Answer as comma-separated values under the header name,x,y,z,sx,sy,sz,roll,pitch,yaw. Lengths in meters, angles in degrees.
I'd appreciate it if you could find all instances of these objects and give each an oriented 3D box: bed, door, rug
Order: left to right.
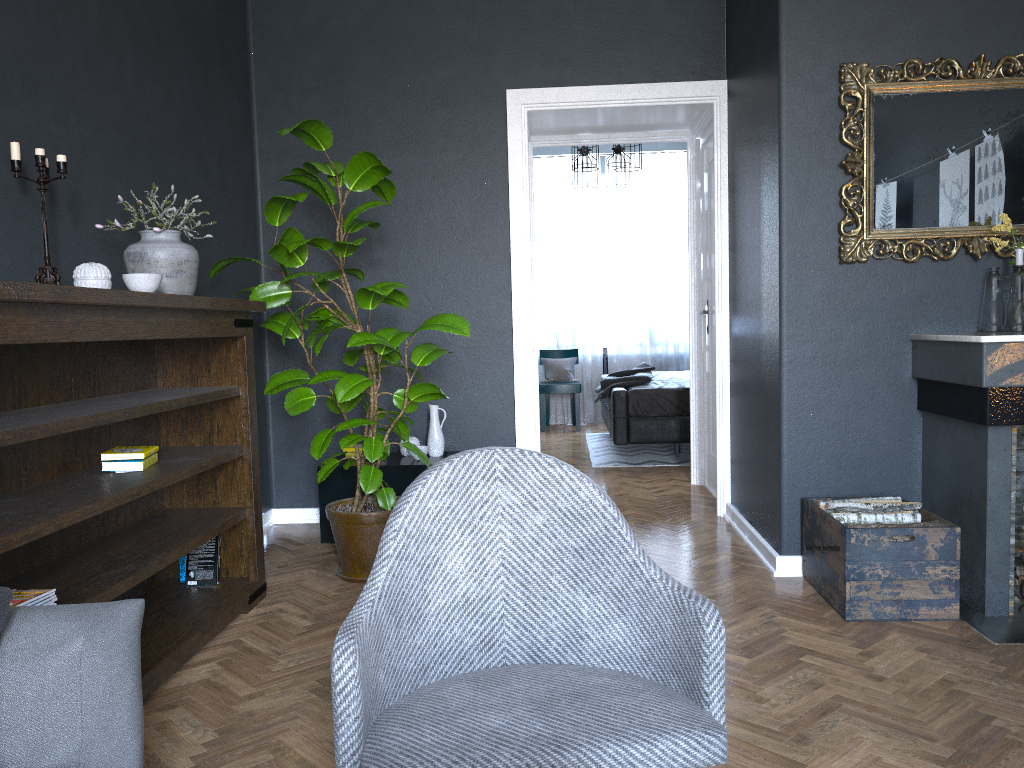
name,x,y,z,sx,sy,sz,roll,pitch,yaw
rug,1.372,0.528,7.473,1.458,0.013,2.042,-1,4,3
door,1.215,-0.417,5.161,0.162,2.189,0.856,-1,4,3
bed,1.870,-0.066,7.429,2.375,1.163,2.263,-1,4,3

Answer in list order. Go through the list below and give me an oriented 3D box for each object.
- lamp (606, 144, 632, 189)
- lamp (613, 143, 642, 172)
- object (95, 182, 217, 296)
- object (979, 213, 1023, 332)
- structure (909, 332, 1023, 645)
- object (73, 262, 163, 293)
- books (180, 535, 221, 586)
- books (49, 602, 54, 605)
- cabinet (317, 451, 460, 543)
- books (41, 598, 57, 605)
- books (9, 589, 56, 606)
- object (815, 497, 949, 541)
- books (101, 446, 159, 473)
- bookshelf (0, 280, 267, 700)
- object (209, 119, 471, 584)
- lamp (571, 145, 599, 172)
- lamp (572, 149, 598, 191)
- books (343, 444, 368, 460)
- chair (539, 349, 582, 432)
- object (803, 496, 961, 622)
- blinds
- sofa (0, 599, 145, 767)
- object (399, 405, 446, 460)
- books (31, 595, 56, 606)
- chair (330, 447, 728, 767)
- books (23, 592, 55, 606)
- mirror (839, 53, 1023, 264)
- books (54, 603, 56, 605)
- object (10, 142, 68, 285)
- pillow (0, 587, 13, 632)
name,x,y,z,sx,sy,sz,roll,pitch,yaw
lamp,0.939,-2.119,7.824,0.210,0.748,0.210,0,5,17
lamp,0.887,-2.043,6.842,0.210,0.770,0.210,0,5,17
object,-1.212,-0.495,3.046,0.385,0.413,0.275,-3,5,-18
object,2.166,-0.470,3.239,0.727,0.547,0.473,-1,4,6
structure,2.065,0.305,3.148,1.065,0.982,0.833,-1,4,3
object,-1.207,-0.320,2.722,0.255,0.104,0.118,-4,5,-31
books,-1.203,0.677,3.434,0.179,0.193,0.122,-1,4,7
books,-1.215,0.534,1.979,0.218,0.008,0.288,-1,4,7
cabinet,-0.610,0.576,4.559,0.650,0.390,0.455,-1,4,3
books,-1.213,0.527,1.981,0.218,0.008,0.304,-1,4,7
books,-1.219,0.504,1.982,0.218,0.013,0.304,-1,4,8
object,1.350,0.557,3.290,0.370,0.247,0.532,-1,4,4
books,-1.240,0.270,2.935,0.174,0.113,0.196,-2,4,-8
bookshelf,-1.226,0.330,2.580,0.451,1.173,1.916,-1,4,3
object,-0.735,-0.120,3.784,1.118,1.901,0.763,-2,4,-3
lamp,0.586,-2.088,7.147,0.210,0.715,0.210,0,5,17
lamp,0.613,-2.063,7.538,0.210,0.805,0.210,0,5,17
books,-0.756,0.351,4.581,0.214,0.066,0.162,-2,4,-1
chair,0.484,0.053,8.981,0.435,0.799,0.591,-1,4,3
object,1.348,0.633,3.296,0.383,0.326,0.552,-1,4,3
blinds,1.036,-0.985,9.277,3.992,2.792,0.312,-1,5,3
sofa,-1.099,0.650,0.463,0.970,0.799,2.337,-1,4,3
object,-0.487,0.243,4.557,0.228,0.268,0.228,2,5,37
books,-1.215,0.520,1.981,0.218,0.008,0.304,-1,4,7
chair,0.008,0.542,1.536,0.645,0.812,0.494,-3,5,-18
books,-1.220,0.512,1.981,0.218,0.008,0.304,-1,4,8
mirror,1.805,-0.873,3.435,1.057,0.785,0.067,-1,5,3
books,-1.218,0.539,1.984,0.218,0.006,0.304,-1,4,8
object,-1.368,-0.473,2.563,0.145,0.438,0.129,2,6,39
pillow,-1.015,0.429,1.065,0.442,0.362,0.796,0,4,21
